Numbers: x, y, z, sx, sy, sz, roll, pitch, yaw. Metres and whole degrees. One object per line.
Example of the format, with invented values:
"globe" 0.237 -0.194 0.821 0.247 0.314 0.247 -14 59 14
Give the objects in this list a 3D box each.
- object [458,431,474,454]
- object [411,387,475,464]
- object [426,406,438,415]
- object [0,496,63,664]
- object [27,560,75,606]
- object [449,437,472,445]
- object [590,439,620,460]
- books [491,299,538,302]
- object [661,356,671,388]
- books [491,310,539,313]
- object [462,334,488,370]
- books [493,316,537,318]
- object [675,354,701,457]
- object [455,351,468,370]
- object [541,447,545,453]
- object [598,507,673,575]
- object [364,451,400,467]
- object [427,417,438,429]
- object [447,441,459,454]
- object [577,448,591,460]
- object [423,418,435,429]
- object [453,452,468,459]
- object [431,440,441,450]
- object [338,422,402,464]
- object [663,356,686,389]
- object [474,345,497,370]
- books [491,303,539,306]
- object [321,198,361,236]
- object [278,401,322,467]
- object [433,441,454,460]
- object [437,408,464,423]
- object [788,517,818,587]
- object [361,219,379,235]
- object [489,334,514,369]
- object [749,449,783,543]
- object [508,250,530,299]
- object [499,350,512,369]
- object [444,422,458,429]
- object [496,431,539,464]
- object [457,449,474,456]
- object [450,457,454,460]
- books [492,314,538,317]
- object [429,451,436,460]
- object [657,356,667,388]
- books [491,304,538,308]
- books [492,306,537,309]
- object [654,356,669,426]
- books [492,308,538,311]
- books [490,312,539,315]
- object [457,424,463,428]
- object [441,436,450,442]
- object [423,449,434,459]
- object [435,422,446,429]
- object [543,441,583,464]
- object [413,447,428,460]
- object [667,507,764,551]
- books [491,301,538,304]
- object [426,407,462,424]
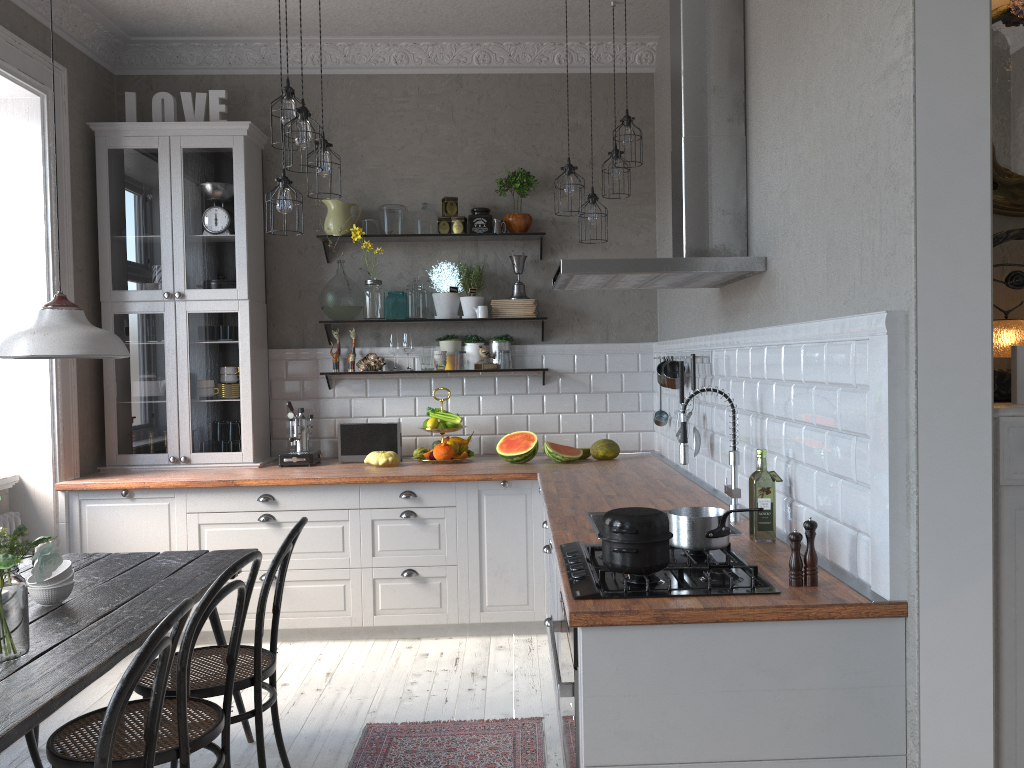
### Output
"object" -0.270 0.335 5.068 0.060 0.120 0.127 0 2 23
"object" -0.397 0.232 5.045 0.356 0.425 0.348 -1 2 -16
"object" -0.450 0.156 5.019 0.074 0.058 0.050 -2 2 -25
"object" -1.238 0.450 2.111 0.312 0.414 0.251 -1 1 -3
"object" -1.357 0.588 2.606 0.123 0.119 0.129 -1 2 15
"object" -0.297 0.328 5.075 0.128 0.056 0.059 -1 1 -9
"object" 0.524 0.369 4.990 0.208 0.119 0.129 -2 2 -38
"books" 0.016 -0.491 5.245 0.260 0.011 0.158 -1 1 4
"object" 0.796 -0.058 4.398 0.108 0.161 0.137 -1 1 1
"books" 0.018 -0.426 5.246 0.260 0.016 0.158 -1 1 7
"object" -0.223 -0.192 5.279 0.170 0.214 0.150 0 2 28
"books" 0.018 -0.393 5.247 0.261 0.011 0.158 -1 1 1
"object" 0.765 0.089 3.905 0.081 0.443 0.329 -1 1 0
"object" -0.299 -0.138 5.197 0.078 0.108 0.077 -1 1 -8
"object" 0.269 0.397 5.127 0.198 0.067 0.103 -1 1 5
"object" 0.312 0.394 2.239 0.193 0.147 0.190 -2 2 -21
"object" -0.712 0.410 4.870 0.197 0.083 0.189 -1 1 -1
"object" -0.445 0.221 4.973 0.058 0.069 0.080 -1 2 19
"object" -0.342 0.359 5.001 0.087 0.078 0.089 0 2 25
"object" 0.388 0.394 5.035 0.204 0.073 0.117 -2 2 -38
"object" -0.460 0.236 5.048 0.097 0.078 0.100 -1 2 -14
"object" -0.292 0.404 4.996 0.069 0.051 0.088 -2 2 -43
"object" -0.406 0.358 5.120 0.077 0.076 0.156 0 2 26
"object" -0.811 0.336 5.067 0.352 0.226 0.088 -1 1 -2
"object" 0.786 -0.054 4.271 0.107 0.161 0.138 -1 2 16
"object" -0.149 -0.157 5.195 0.121 0.147 0.099 -2 2 -33
"books" 0.017 -0.469 5.245 0.259 0.016 0.159 -1 1 11
"object" -0.993 -0.958 5.131 0.189 0.216 0.174 -1 2 13
"object" -1.202 0.274 4.963 0.206 0.370 0.353 -1 1 0
"object" -0.382 0.373 4.925 0.115 0.111 0.109 -2 2 -34
"object" -0.355 0.184 5.087 0.178 0.096 0.089 -1 2 19
"object" 0.714 0.410 2.173 0.073 0.167 0.036 -1 1 -2
"object" -0.832 -0.909 5.197 0.103 0.111 0.103 -1 1 -1
"object" -0.058 -0.194 5.293 0.159 0.213 0.152 -1 1 -4
"object" 0.777 0.340 2.704 0.089 0.282 0.081 -1 1 -1
"object" 0.039 -0.639 5.238 0.132 0.287 0.129 -2 2 -16
"object" -0.039 -0.142 5.181 0.078 0.108 0.077 -1 1 -8
"object" -0.348 0.242 5.027 0.077 0.062 0.099 -2 2 -28
"object" 0.030 0.353 4.895 0.232 0.174 0.220 -1 2 21
"object" -0.309 0.392 5.117 0.212 0.044 0.055 0 2 37
"object" -0.362 0.412 4.999 0.070 0.065 0.070 -1 2 20
"books" 0.018 -0.405 5.247 0.260 0.011 0.158 -1 1 4
"object" -0.450 0.407 5.046 0.070 0.076 0.226 -2 2 -18
"object" 0.795 -0.061 4.526 0.107 0.161 0.138 -1 2 11
"books" 0.017 -0.459 5.245 0.260 0.011 0.158 -1 1 4
"books" 0.017 -0.448 5.246 0.261 0.011 0.158 -1 1 1
"object" 0.804 0.040 4.789 0.077 0.379 0.082 -1 1 -1
"books" 0.017 -0.437 5.246 0.260 0.011 0.158 -1 1 4
"books" 0.018 -0.415 5.246 0.259 0.016 0.159 -1 1 11
"object" -0.307 0.238 5.058 0.052 0.050 0.049 -1 1 8
"object" -0.375 0.347 5.114 0.086 0.093 0.086 -1 1 -5
"object" -0.466 0.398 5.030 0.084 0.057 0.090 0 2 31
"object" -0.404 0.243 4.990 0.063 0.061 0.066 -1 1 -1
"object" 0.289 0.373 4.856 0.227 0.127 0.146 -2 2 -19
"object" -0.506 0.395 5.064 0.075 0.072 0.154 0 2 29
"object" 0.582 0.391 2.478 0.298 0.134 0.178 0 2 33
"books" 0.017 -0.480 5.245 0.260 0.016 0.158 -1 1 7
"object" -0.384 0.176 5.018 0.210 0.101 0.067 -1 1 4
